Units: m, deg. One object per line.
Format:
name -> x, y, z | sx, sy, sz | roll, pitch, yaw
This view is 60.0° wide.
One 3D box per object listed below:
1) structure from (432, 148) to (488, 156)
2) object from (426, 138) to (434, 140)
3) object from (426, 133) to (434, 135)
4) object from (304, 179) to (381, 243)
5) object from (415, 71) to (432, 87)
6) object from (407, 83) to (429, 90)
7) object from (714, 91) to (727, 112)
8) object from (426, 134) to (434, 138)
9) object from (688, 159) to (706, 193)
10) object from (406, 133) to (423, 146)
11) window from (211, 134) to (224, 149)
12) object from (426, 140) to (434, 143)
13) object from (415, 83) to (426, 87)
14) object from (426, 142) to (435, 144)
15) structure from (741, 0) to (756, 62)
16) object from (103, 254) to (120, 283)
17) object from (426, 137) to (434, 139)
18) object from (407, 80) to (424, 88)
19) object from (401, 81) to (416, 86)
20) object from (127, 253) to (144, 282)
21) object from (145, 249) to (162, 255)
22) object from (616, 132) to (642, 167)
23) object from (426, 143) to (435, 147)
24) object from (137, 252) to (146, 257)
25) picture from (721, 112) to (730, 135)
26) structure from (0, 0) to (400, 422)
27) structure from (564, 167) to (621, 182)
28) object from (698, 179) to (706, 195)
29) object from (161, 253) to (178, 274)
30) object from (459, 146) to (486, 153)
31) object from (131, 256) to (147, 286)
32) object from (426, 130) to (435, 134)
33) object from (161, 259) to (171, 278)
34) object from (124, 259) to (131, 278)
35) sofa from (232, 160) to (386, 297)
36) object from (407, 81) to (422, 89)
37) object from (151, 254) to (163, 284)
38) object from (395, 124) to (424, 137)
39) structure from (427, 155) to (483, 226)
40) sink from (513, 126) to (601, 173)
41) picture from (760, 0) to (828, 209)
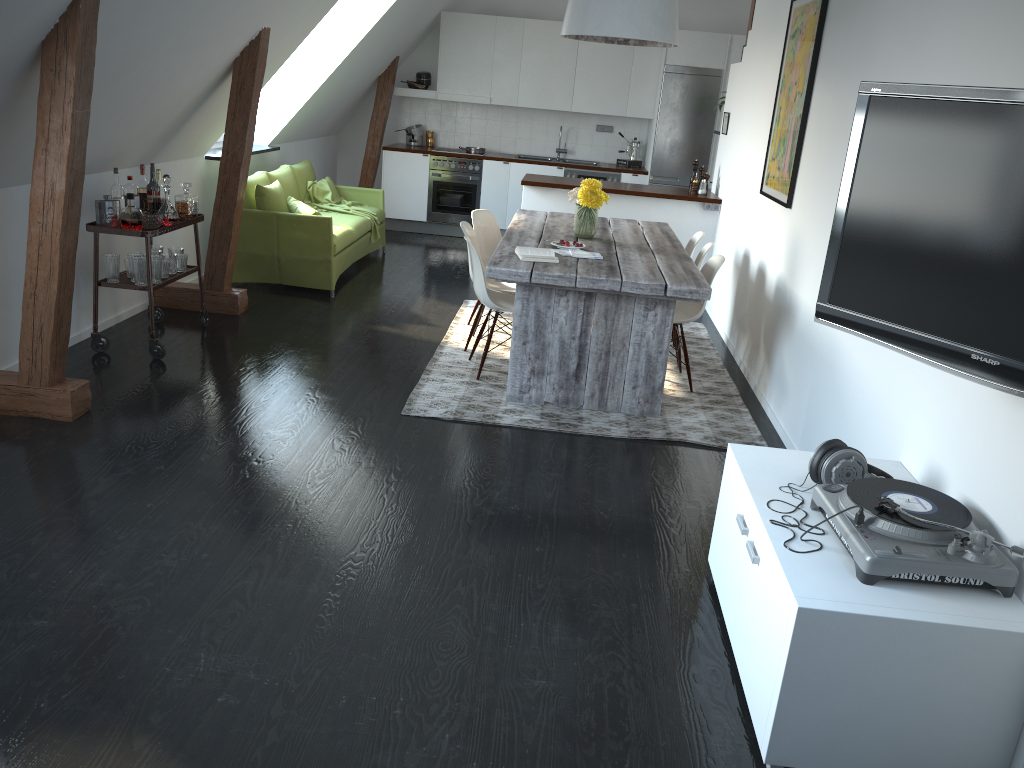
structure -> -0.583, -2.599, 9.991 | 0.574, 0.041, 0.504 | 6, 18, 2
object -> -0.951, -2.833, 10.290 | 0.099, 0.043, 0.100 | 2, 19, -9
object -> -0.949, -2.886, 10.267 | 0.100, 0.036, 0.100 | 16, 21, 29
object -> -1.556, -1.631, 8.293 | 0.722, 0.493, 0.711 | 5, 18, -2
object -> -0.999, -3.444, 10.017 | 0.190, 0.166, 0.200 | -7, 22, -33
object -> -1.056, -3.348, 9.986 | 0.243, 0.056, 0.350 | 3, 18, -8
object -> 2.081, -2.523, 8.016 | 0.493, 0.486, 0.506 | 13, 20, 21
object -> -0.951, -2.870, 10.273 | 0.100, 0.036, 0.100 | -5, 21, -29
object -> 1.609, -1.799, 7.683 | 0.123, 0.283, 0.061 | 6, 18, 2
object -> -1.108, -2.815, 10.197 | 0.200, 0.154, 0.348 | -1, 19, -17
window -> 0.339, -2.668, 3.538 | 5.959, 4.249, 8.018 | 6, 18, 2
object -> -0.951, -2.813, 10.294 | 0.099, 0.051, 0.099 | 2, 19, -11
object -> -1.054, -3.369, 9.981 | 0.065, 0.031, 0.335 | -10, 23, -38
object -> -0.950, -2.796, 10.299 | 0.100, 0.048, 0.099 | 12, 19, 20
structure -> 2.906, -2.477, 1.472 | 10.230, 3.562, 15.910 | 8, 18, 8
object -> -2.257, -0.652, 5.009 | 0.087, 0.155, 0.087 | -3, 20, -23
object -> -0.951, -2.854, 10.282 | 0.099, 0.057, 0.101 | 10, 19, 13
object -> -1.084, -3.361, 9.939 | 0.061, 0.077, 0.331 | -9, 23, -37
object -> -1.123, -3.382, 10.021 | 0.357, 0.075, 0.244 | -4, 20, -25
object -> -2.150, -0.664, 5.075 | 0.087, 0.155, 0.087 | -3, 20, -23
object -> -2.173, -0.751, 5.385 | 0.095, 0.119, 0.095 | -7, 22, -33
object -> 1.314, -2.658, 10.049 | 0.353, 0.370, 0.206 | -10, 24, -38
object -> -0.950, -2.775, 10.306 | 0.100, 0.036, 0.100 | 5, 18, -1
object -> -2.204, -0.716, 5.272 | 0.095, 0.119, 0.095 | -7, 22, -33
picture -> 1.822, -2.220, 7.555 | 0.023, 0.182, 0.250 | 6, 18, 2
structure -> -2.251, -0.885, 4.158 | 1.023, 1.963, 12.350 | 6, 18, 3
structure -> 0.868, -2.053, 9.980 | 0.612, 0.725, 0.582 | 6, 18, 2
object -> 1.632, -1.686, 7.585 | 0.069, 0.135, 0.069 | -2, 20, -21
object -> -2.059, -0.723, 5.333 | 0.095, 0.119, 0.095 | -7, 22, -33
object -> -0.469, -2.661, 10.049 | 0.351, 0.061, 0.232 | -3, 20, -23
object -> -2.096, -0.634, 4.999 | 0.087, 0.155, 0.087 | -3, 20, -23
object -> -0.946, -2.904, 10.260 | 0.100, 0.047, 0.099 | 5, 18, -2
object -> -2.062, -0.680, 5.234 | 0.092, 0.099, 0.092 | -1, 19, -19
object -> -2.212, -0.673, 5.174 | 0.092, 0.099, 0.092 | -1, 19, -19
sofa -> -1.725, -1.427, 7.704 | 0.898, 0.825, 2.093 | 6, 18, 2
object -> -1.098, -3.352, 9.932 | 0.065, 0.065, 0.332 | -5, 21, -29
object -> -2.046, -0.657, 5.082 | 0.087, 0.155, 0.087 | -3, 20, -23
object -> -1.195, -2.909, 10.205 | 0.371, 0.169, 0.203 | -3, 20, -24
structure -> -0.612, -2.232, 10.127 | 0.583, 0.725, 0.749 | 6, 18, 2
sink -> 0.525, -2.626, 9.973 | 0.963, 0.519, 0.671 | 6, 18, 2
picture -> 1.651, -1.682, 5.243 | 0.036, 1.181, 0.808 | 6, 18, 2
